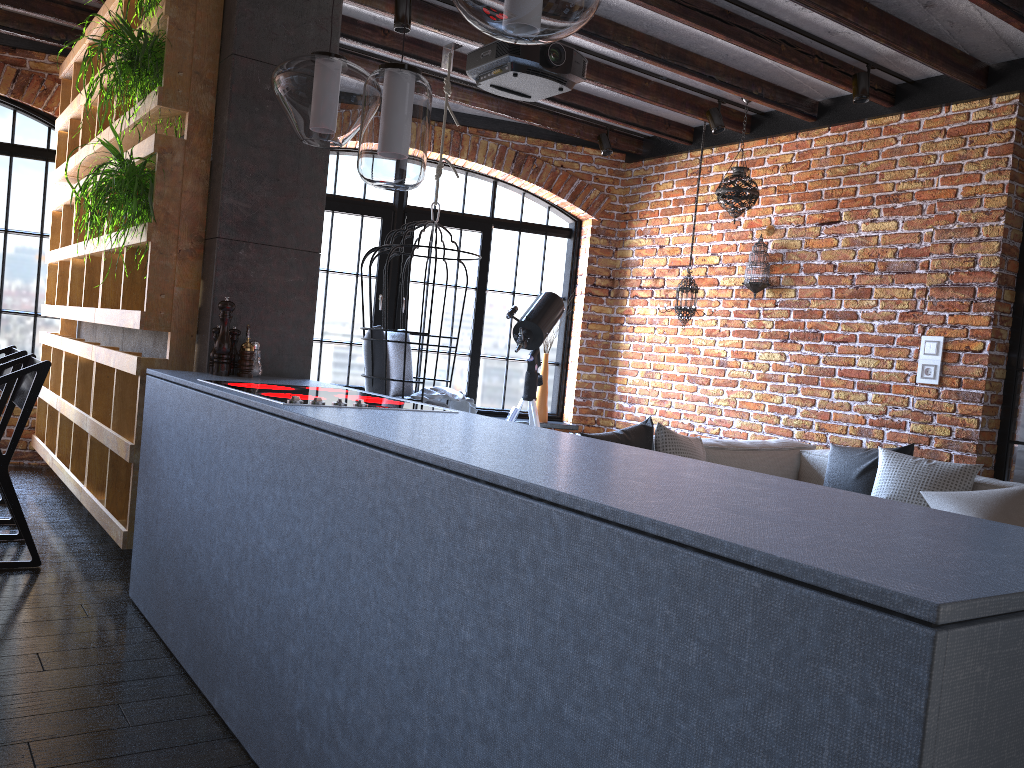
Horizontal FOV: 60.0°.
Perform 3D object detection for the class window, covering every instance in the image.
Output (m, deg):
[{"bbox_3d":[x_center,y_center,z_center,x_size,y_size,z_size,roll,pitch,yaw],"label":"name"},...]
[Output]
[{"bbox_3d":[-0.901,-0.777,6.700,3.293,2.233,0.177,5,2,-17],"label":"window"},{"bbox_3d":[-4.163,-1.052,5.491,3.145,2.233,0.177,5,2,-17],"label":"window"}]

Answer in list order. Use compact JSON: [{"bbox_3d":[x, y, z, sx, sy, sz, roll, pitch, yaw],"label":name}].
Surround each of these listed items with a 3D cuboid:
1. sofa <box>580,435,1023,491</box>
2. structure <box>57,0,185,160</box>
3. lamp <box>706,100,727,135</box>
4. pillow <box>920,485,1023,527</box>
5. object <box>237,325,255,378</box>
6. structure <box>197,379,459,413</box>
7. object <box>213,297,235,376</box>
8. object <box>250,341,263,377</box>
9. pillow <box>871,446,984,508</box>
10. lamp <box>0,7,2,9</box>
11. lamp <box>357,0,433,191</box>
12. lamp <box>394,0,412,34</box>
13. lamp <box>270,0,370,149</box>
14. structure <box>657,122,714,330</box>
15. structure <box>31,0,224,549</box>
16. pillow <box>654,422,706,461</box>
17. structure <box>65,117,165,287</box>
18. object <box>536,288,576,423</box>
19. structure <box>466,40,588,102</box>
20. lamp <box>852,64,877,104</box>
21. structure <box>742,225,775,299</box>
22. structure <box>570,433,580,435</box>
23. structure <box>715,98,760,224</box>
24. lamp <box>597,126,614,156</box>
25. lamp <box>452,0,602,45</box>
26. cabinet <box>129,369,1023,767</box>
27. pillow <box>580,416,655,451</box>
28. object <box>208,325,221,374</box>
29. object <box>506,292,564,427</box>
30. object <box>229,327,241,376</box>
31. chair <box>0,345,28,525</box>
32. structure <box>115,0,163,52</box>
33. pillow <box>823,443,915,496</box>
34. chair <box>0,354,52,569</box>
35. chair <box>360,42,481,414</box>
[{"bbox_3d":[1.555,0.731,3.428,2.537,0.698,3.299,4,2,-35],"label":"sofa"},{"bbox_3d":[-1.436,-1.147,3.378,0.422,0.620,0.570,7,2,24],"label":"structure"},{"bbox_3d":[1.269,-1.660,5.517,0.133,0.208,0.090,6,2,23],"label":"lamp"},{"bbox_3d":[2.104,0.565,3.929,0.485,0.314,0.358,6,2,8],"label":"pillow"},{"bbox_3d":[-0.964,-0.121,3.243,0.058,0.192,0.081,6,2,6],"label":"object"},{"bbox_3d":[-0.571,0.044,2.628,0.504,0.057,0.763,4,2,-35],"label":"structure"},{"bbox_3d":[-1.032,-0.171,3.179,0.061,0.283,0.061,5,2,-21],"label":"object"},{"bbox_3d":[-0.964,-0.094,3.305,0.069,0.135,0.069,7,3,35],"label":"object"},{"bbox_3d":[1.954,0.510,4.269,0.495,0.354,0.293,7,3,41],"label":"pillow"},{"bbox_3d":[-2.979,-2.067,5.050,0.112,0.184,0.082,6,2,24],"label":"lamp"},{"bbox_3d":[-0.305,-1.038,2.526,0.195,0.955,0.197,5,2,-5],"label":"lamp"},{"bbox_3d":[-0.514,-1.800,4.281,0.116,0.188,0.083,6,2,18],"label":"lamp"},{"bbox_3d":[-0.614,-1.188,3.007,0.367,0.747,0.367,6,2,19],"label":"lamp"},{"bbox_3d":[1.211,-1.076,5.878,0.389,1.437,0.338,4,3,-34],"label":"structure"},{"bbox_3d":[-2.060,-0.673,4.492,0.206,2.382,2.828,4,3,-35],"label":"structure"},{"bbox_3d":[0.828,0.389,4.304,0.250,0.402,0.543,7,3,37],"label":"pillow"},{"bbox_3d":[-1.467,-0.670,3.449,0.422,0.620,0.570,5,2,-15],"label":"structure"},{"bbox_3d":[0.321,-0.225,6.809,0.270,1.054,0.299,5,2,-14],"label":"object"},{"bbox_3d":[0.084,-1.683,3.830,0.409,0.816,0.463,4,3,-35],"label":"structure"},{"bbox_3d":[1.849,-1.582,4.676,0.113,0.194,0.085,7,2,26],"label":"lamp"},{"bbox_3d":[1.576,-0.785,5.665,0.169,0.482,0.169,4,3,-35],"label":"structure"},{"bbox_3d":[0.042,0.571,6.569,1.115,0.476,0.106,5,2,-17],"label":"structure"},{"bbox_3d":[1.418,-1.379,5.488,0.265,0.779,0.273,6,2,5],"label":"structure"},{"bbox_3d":[0.672,-1.747,6.389,0.134,0.208,0.093,7,3,31],"label":"lamp"},{"bbox_3d":[0.051,-1.133,2.047,0.364,0.665,0.364,7,3,38],"label":"lamp"},{"bbox_3d":[-0.265,0.504,2.155,0.607,0.844,2.959,4,2,-35],"label":"cabinet"},{"bbox_3d":[0.538,0.354,4.132,0.238,0.417,0.539,8,3,45],"label":"pillow"},{"bbox_3d":[-1.078,-0.125,3.240,0.048,0.180,0.048,6,2,15],"label":"object"},{"bbox_3d":[0.048,0.088,5.942,0.570,1.472,0.616,5,2,-9],"label":"object"},{"bbox_3d":[-1.035,-0.123,3.287,0.048,0.180,0.048,7,3,38],"label":"object"},{"bbox_3d":[-2.660,0.214,4.171,0.610,0.818,0.495,4,3,-35],"label":"chair"},{"bbox_3d":[-1.272,-1.502,3.472,0.422,0.620,0.570,8,3,44],"label":"structure"},{"bbox_3d":[1.808,0.470,4.578,0.263,0.400,0.510,4,3,-41],"label":"pillow"},{"bbox_3d":[-2.211,0.279,3.520,0.610,0.818,0.495,4,3,-35],"label":"chair"},{"bbox_3d":[-0.509,-0.824,5.113,0.682,2.221,0.802,6,2,10],"label":"chair"}]
